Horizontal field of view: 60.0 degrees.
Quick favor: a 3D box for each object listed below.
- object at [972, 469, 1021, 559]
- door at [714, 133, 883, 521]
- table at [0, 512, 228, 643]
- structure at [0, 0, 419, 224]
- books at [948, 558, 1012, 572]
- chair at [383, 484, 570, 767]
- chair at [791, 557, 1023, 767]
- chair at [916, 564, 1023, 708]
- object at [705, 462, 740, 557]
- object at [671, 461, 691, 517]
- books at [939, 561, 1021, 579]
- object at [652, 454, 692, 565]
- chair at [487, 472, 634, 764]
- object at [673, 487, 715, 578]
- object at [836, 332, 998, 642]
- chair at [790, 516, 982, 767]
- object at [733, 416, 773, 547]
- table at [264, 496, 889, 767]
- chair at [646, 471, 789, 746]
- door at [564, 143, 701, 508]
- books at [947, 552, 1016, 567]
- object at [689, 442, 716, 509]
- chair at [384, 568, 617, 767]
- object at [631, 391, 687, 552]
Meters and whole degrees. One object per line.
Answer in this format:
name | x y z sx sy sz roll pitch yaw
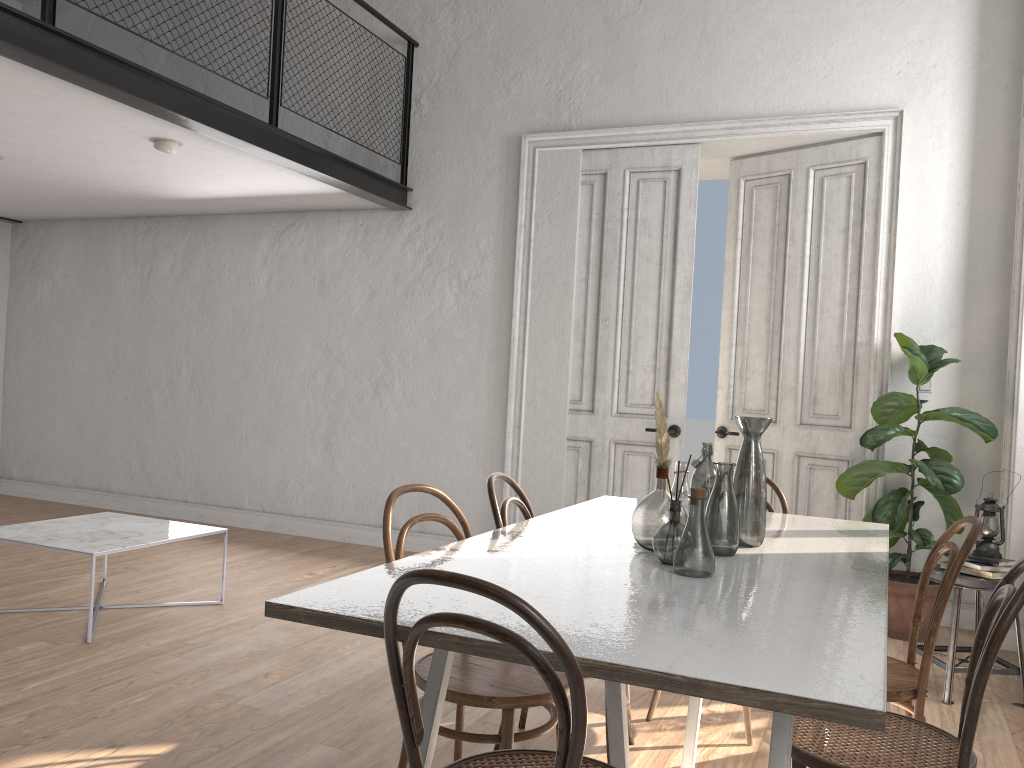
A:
object | 2.043 0.547 3.774 0.154 0.383 0.163 3 0 -3
door | 1.758 -0.084 5.562 0.216 2.814 1.096 3 0 -42
table | -2.052 0.921 4.414 0.849 0.392 0.849 3 0 23
structure | -3.759 -2.028 4.484 4.157 1.213 5.928 3 0 23
books | 2.008 0.771 3.798 0.163 0.029 0.232 3 0 -6
chair | -0.092 0.760 2.432 0.549 0.920 0.438 3 0 34
chair | 0.879 0.811 2.022 0.549 0.920 0.438 3 0 30
chair | 1.970 1.071 3.841 0.360 0.523 0.364 3 0 -3
object | 0.587 0.347 2.475 0.100 0.255 0.098 3 0 0
object | 0.551 0.364 2.904 0.132 0.219 0.132 3 0 12
books | 2.009 0.797 3.810 0.194 0.034 0.246 3 0 -27
object | 0.423 0.324 2.299 0.106 0.283 0.107 3 0 18
chair | 0.171 0.775 2.955 0.549 0.920 0.438 3 0 19
object | 0.451 0.361 2.177 0.101 0.212 0.101 3 0 -28
object | 0.936 0.352 2.497 0.792 1.842 5.828 3 0 28
chair | 1.031 0.820 2.580 0.549 0.920 0.438 3 0 21
object | 0.709 0.290 2.654 0.116 0.383 0.116 3 0 34
table | 0.442 0.858 2.499 1.100 0.780 2.200 3 0 23
chair | 0.808 0.811 3.405 0.438 0.920 0.549 3 0 31
door | 0.626 -0.144 5.866 1.096 2.814 0.216 3 0 25
books | 2.009 0.749 3.796 0.147 0.027 0.221 3 0 -35
object | 0.566 0.323 2.607 0.086 0.301 0.086 3 0 9
chair | 0.022 0.764 1.622 0.437 0.920 0.549 3 0 36
object | 0.421 0.243 2.484 0.157 0.446 0.157 3 0 41
